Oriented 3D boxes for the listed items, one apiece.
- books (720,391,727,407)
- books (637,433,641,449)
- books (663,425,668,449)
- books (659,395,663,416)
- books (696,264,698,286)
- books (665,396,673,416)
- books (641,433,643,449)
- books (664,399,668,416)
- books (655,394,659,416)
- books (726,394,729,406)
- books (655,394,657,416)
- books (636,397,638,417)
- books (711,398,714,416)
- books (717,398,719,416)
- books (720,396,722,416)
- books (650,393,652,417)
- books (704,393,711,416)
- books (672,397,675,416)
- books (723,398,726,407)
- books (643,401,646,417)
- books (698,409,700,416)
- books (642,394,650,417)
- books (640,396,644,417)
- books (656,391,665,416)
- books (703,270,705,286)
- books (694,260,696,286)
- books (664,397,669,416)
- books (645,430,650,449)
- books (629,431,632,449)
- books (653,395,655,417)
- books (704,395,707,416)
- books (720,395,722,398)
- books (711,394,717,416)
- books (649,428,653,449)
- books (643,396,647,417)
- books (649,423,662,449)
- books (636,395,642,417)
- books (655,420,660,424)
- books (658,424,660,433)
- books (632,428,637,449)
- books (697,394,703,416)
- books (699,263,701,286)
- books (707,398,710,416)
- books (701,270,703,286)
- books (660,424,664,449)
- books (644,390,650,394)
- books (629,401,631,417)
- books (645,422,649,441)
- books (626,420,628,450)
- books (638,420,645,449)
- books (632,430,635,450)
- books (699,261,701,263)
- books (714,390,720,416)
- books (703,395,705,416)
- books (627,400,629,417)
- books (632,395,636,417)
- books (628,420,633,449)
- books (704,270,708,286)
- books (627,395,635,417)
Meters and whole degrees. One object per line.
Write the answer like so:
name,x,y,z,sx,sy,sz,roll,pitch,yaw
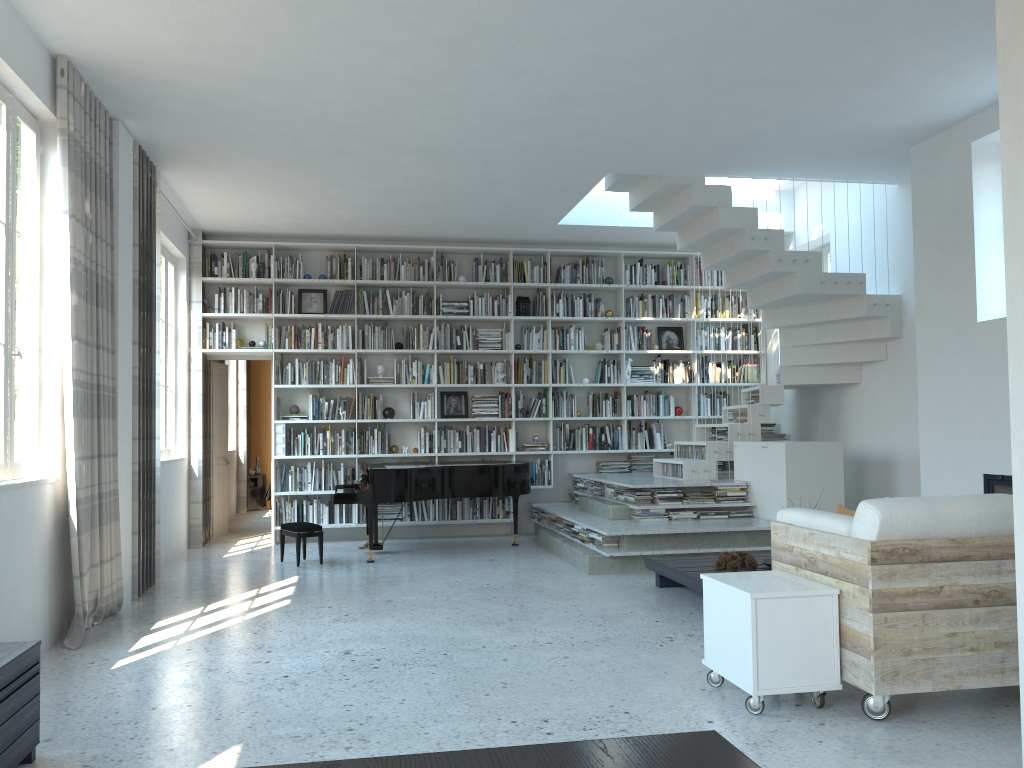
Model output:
books,2.438,0.227,10.239,0.011,0.284,0.161,0,-3,-11
books,1.423,0.646,10.043,0.030,0.188,0.140,0,-3,-11
books,1.723,0.601,10.096,0.062,0.274,0.148,0,-2,-11
books,1.666,0.250,10.081,0.023,0.243,0.190,0,-3,-11
books,2.104,-1.235,10.240,0.022,0.275,0.160,0,-3,-11
books,1.789,0.254,10.118,0.025,0.235,0.181,0,-3,-11
books,1.451,0.646,10.041,0.024,0.185,0.149,0,-3,-11
books,1.727,0.271,10.099,0.030,0.200,0.189,0,-3,-11
books,1.645,0.246,10.102,0.012,0.254,0.161,0,-3,-11
books,2.469,0.243,10.256,0.012,0.254,0.161,0,-3,-11
books,1.611,0.247,10.070,0.014,0.249,0.177,0,-3,-11
books,1.392,0.262,10.036,0.011,0.223,0.163,0,-3,-11
books,2.278,0.267,10.215,0.025,0.208,0.149,0,-3,-11
books,2.344,0.270,10.229,0.027,0.201,0.164,0,-3,-11
books,2.378,0.255,10.230,0.014,0.230,0.172,0,-3,-11
books,1.551,0.241,10.056,0.012,0.262,0.186,0,-3,-11
books,2.252,0.237,10.219,0.024,0.267,0.133,0,-2,-11
books,1.814,0.260,10.123,0.027,0.223,0.170,0,-3,-11
books,2.424,0.266,10.226,0.021,0.205,0.174,0,-3,-11
books,1.479,0.282,10.049,0.027,0.181,0.186,0,-3,-11
books,2.090,0.234,10.181,0.085,0.278,0.159,0,-3,-11
books,1.520,0.244,10.045,0.028,0.255,0.191,0,-3,-11
books,1.450,0.254,10.058,0.026,0.239,0.177,0,-3,-11
books,1.690,0.227,10.090,0.026,0.290,0.181,0,-3,-11
books,2.178,-1.212,10.240,0.022,0.229,0.175,0,-3,-11
books,2.081,-1.254,10.223,0.011,0.313,0.172,0,-2,-11
books,1.757,0.263,10.120,0.037,0.218,0.139,0,-3,-11
books,1.503,0.630,10.047,0.052,0.217,0.184,0,-3,-11
books,1.316,0.634,10.034,0.033,0.213,0.140,0,-3,-11
books,1.588,0.250,10.086,0.026,0.246,0.166,0,-3,-11
books,2.204,0.249,10.195,0.022,0.242,0.151,0,-3,-11
books,2.395,0.250,10.250,0.027,0.242,0.131,0,-2,-11
books,2.309,0.245,10.195,0.027,0.248,0.184,0,-3,-11
books,1.552,0.619,10.061,0.031,0.239,0.171,0,-3,-11
books,1.496,0.258,10.064,0.012,0.229,0.179,0,-3,-11
books,1.611,0.591,10.030,0.075,0.291,0.255,0,-3,-11
books,1.418,0.250,10.036,0.045,0.246,0.185,0,-3,-11
books,1.659,0.576,10.098,0.012,0.326,0.136,0,-2,-11
books,1.649,0.596,10.089,0.012,0.285,0.159,0,-3,-11
books,1.378,0.617,10.023,0.015,0.243,0.156,0,-3,-11
books,2.147,0.244,10.176,0.024,0.252,0.175,0,-3,-11
books,2.147,-1.240,10.245,0.013,0.286,0.150,0,-2,-11
books,2.230,0.269,10.194,0.029,0.201,0.172,0,-3,-11
books,2.162,-1.233,10.234,0.012,0.269,0.184,0,-3,-11
books,1.682,0.594,10.079,0.025,0.287,0.160,0,-3,-11
books,1.536,0.223,10.071,0.013,0.299,0.147,0,-2,-11
books,1.313,0.282,10.025,0.022,0.184,0.162,0,-3,-11
books,1.528,0.588,10.076,0.010,0.304,0.131,0,-2,-11
books,1.280,0.571,10.015,0.014,0.337,0.132,0,-2,-11
books,1.469,0.572,10.044,0.014,0.333,0.169,0,-2,-11
books,1.358,0.632,10.030,0.023,0.214,0.163,0,-3,-11
books,2.191,-1.263,10.266,0.014,0.331,0.143,0,-2,-11
books,2.364,0.222,10.235,0.013,0.297,0.141,0,-2,-11
books,2.175,0.253,10.189,0.037,0.236,0.153,0,-3,-11
books,1.291,0.281,10.023,0.023,0.186,0.159,0,-3,-11
books,1.372,0.250,10.046,0.024,0.247,0.143,0,-3,-11
books,1.337,0.577,10.039,0.013,0.327,0.130,0,-2,-11
books,2.212,-1.220,10.254,0.023,0.243,0.182,0,-3,-11
books,1.339,0.251,10.028,0.047,0.244,0.177,0,-3,-11
